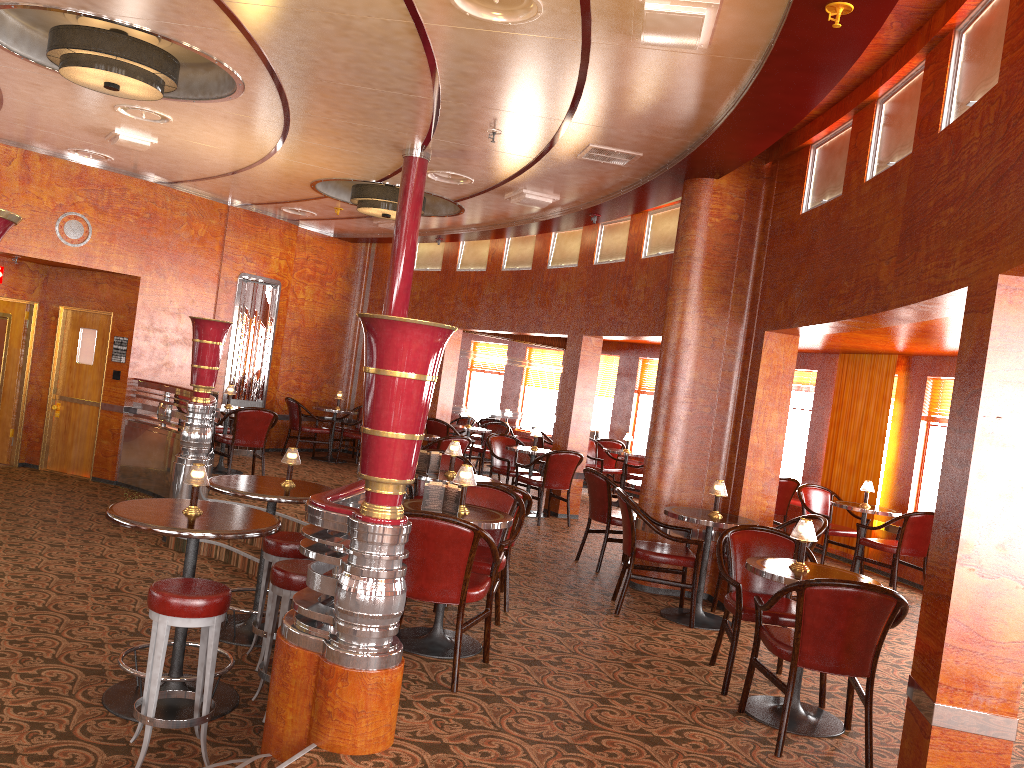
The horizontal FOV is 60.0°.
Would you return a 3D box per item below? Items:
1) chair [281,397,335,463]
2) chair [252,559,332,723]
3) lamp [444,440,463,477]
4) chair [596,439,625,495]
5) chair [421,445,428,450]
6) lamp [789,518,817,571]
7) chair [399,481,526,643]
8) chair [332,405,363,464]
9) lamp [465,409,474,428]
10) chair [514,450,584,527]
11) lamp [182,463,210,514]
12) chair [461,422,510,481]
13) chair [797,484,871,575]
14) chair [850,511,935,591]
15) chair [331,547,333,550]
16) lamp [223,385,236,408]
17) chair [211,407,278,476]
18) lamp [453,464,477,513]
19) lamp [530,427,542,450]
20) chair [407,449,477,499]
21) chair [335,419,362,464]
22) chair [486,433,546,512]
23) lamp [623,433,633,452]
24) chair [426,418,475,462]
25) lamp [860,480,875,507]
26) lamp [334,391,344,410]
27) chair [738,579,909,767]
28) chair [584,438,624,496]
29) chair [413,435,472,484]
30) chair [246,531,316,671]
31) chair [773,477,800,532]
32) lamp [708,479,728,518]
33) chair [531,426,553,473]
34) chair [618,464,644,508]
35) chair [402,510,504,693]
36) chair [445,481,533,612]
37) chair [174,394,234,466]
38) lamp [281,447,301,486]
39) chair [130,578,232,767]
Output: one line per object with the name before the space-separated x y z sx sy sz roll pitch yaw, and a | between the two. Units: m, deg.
chair | -2.819 0.611 12.082 0.616 0.817 0.587 7 1 -37
chair | -1.113 1.315 4.585 0.350 0.755 0.349 7 1 -31
lamp | -0.419 0.528 6.308 0.130 0.250 0.130 7 1 -24
chair | 1.289 1.176 12.895 0.588 0.817 0.615 8 1 -14
chair | -1.347 0.823 10.097 0.588 0.817 0.614 7 1 -32
lamp | 1.443 0.793 4.400 0.130 0.250 0.130 7 1 -42
chair | -0.265 0.995 5.116 0.587 0.817 0.615 8 1 13
chair | -2.203 0.693 12.743 0.587 0.817 0.615 8 1 28
lamp | -0.592 0.477 12.326 0.130 0.250 0.130 7 1 -24
chair | 0.391 1.067 9.424 0.588 0.817 0.614 7 1 -32
lamp | -1.614 0.532 4.523 0.130 0.250 0.130 9 1 39
chair | -0.399 0.943 12.684 0.587 0.817 0.616 8 1 38
chair | 3.147 1.450 8.876 0.588 0.817 0.615 8 1 -22
chair | 3.527 1.506 8.062 0.588 0.817 0.615 8 1 -22
chair | -1.273 1.285 6.298 0.349 0.755 0.350 8 1 34
lamp | -3.144 0.135 9.872 0.130 0.250 0.130 7 1 -42
chair | -2.842 0.620 9.404 0.588 0.817 0.614 7 1 -37
lamp | -0.257 0.557 4.734 0.130 0.250 0.130 8 1 30
lamp | 0.265 0.606 9.887 0.130 0.250 0.130 8 1 -15
chair | -0.574 0.945 6.887 0.588 0.817 0.615 8 1 -12
chair | -1.945 0.732 12.041 0.614 0.817 0.588 8 1 33
chair | -0.017 1.007 10.185 0.588 0.817 0.614 7 1 -37
lamp | 1.543 0.775 11.797 0.130 0.250 0.130 7 1 -24
chair | -0.908 0.876 11.943 0.587 0.817 0.616 8 1 38
lamp | 3.384 1.044 8.455 0.130 0.250 0.130 8 1 10
lamp | -2.405 0.226 12.320 0.130 0.250 0.130 7 1 -24
chair | 1.410 1.232 4.013 0.588 0.817 0.615 8 1 3
chair | 1.149 1.160 12.103 0.614 0.817 0.588 9 1 43
chair | -0.795 0.903 9.318 0.614 0.817 0.588 9 1 43
chair | -1.345 1.280 5.266 0.350 0.755 0.349 7 1 -31
chair | 2.830 1.402 9.901 0.588 0.817 0.615 8 1 -22
lamp | 1.408 0.781 6.069 0.130 0.250 0.130 7 1 -24
chair | 0.549 1.071 13.289 0.615 0.817 0.587 8 1 -14
chair | 1.835 1.257 11.529 0.614 0.817 0.588 9 1 43
chair | -0.372 0.984 4.288 0.587 0.817 0.615 8 1 8
chair | -0.209 1.000 5.749 0.588 0.817 0.615 8 1 -12
chair | -3.638 0.506 10.330 0.614 0.817 0.588 8 1 38
lamp | -1.466 0.546 5.873 0.130 0.250 0.130 8 1 30
chair | -1.468 1.269 3.926 0.350 0.755 0.349 7 1 -23
